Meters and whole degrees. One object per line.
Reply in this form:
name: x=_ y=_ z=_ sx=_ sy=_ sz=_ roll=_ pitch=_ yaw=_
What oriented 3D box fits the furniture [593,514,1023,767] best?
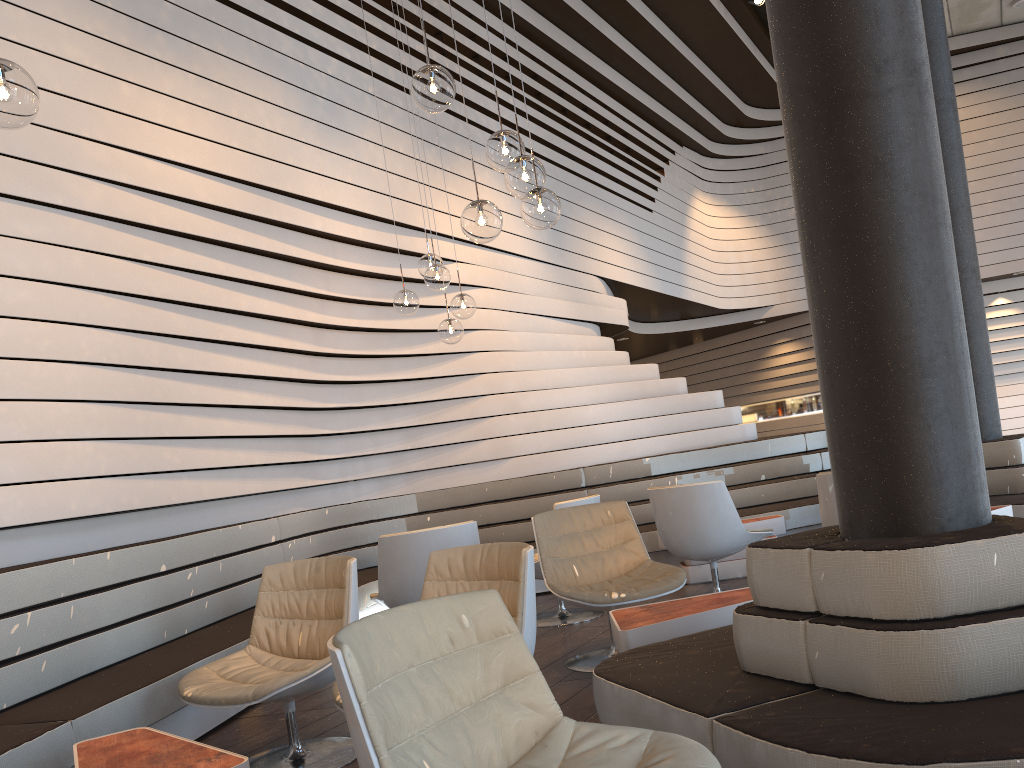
furniture: x=0.878 y=0.787 z=2.487 sx=1.275 sy=0.722 sz=1.777 roll=-8 pitch=-4 yaw=0

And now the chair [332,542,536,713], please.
chair: x=-0.223 y=0.969 z=2.978 sx=0.701 sy=0.767 sz=0.666 roll=-7 pitch=-2 yaw=-40

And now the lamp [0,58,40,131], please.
lamp: x=-1.674 y=-2.844 z=2.016 sx=0.296 sy=4.678 sz=0.538 roll=-8 pitch=1 yaw=25

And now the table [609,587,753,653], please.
table: x=0.766 y=1.078 z=3.614 sx=0.897 sy=0.371 sz=0.418 roll=-7 pitch=-3 yaw=-23

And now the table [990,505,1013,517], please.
table: x=2.473 y=0.970 z=5.249 sx=0.917 sy=0.370 sz=0.409 roll=-11 pitch=-3 yaw=32

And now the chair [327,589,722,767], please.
chair: x=0.043 y=0.823 z=1.759 sx=0.719 sy=0.767 sz=0.649 roll=-10 pitch=-2 yaw=33

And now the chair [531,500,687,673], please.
chair: x=0.480 y=0.989 z=4.391 sx=0.651 sy=0.766 sz=0.718 roll=-8 pitch=-2 yaw=-20

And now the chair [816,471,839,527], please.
chair: x=1.969 y=0.790 z=4.624 sx=0.664 sy=0.766 sz=0.703 roll=-9 pitch=-2 yaw=30

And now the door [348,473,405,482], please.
door: x=-1.383 y=1.046 z=9.541 sx=0.982 sy=2.107 sz=0.161 roll=-8 pitch=1 yaw=30

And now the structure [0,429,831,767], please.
structure: x=-1.595 y=1.056 z=2.582 sx=5.838 sy=0.927 sz=18.053 roll=-11 pitch=-5 yaw=25

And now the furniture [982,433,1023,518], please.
furniture: x=3.333 y=0.727 z=5.939 sx=1.754 sy=0.722 sz=1.291 roll=-7 pitch=-4 yaw=-25

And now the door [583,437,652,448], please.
door: x=2.263 y=1.020 z=18.836 sx=1.795 sy=2.703 sz=0.078 roll=-9 pitch=1 yaw=35

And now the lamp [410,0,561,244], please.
lamp: x=-0.389 y=-2.919 z=3.432 sx=0.313 sy=4.744 sz=0.653 roll=-8 pitch=1 yaw=38

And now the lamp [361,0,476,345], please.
lamp: x=-0.791 y=-2.586 z=5.587 sx=0.530 sy=4.717 sz=0.334 roll=-9 pitch=1 yaw=-8

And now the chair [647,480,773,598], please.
chair: x=1.252 y=0.978 z=5.559 sx=0.701 sy=0.767 sz=0.666 roll=-7 pitch=-2 yaw=-44

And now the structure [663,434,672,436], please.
structure: x=3.124 y=0.942 z=17.688 sx=0.017 sy=0.469 sz=0.812 roll=-9 pitch=-2 yaw=-35

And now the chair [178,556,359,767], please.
chair: x=-0.911 y=1.115 z=3.479 sx=0.665 sy=0.766 sz=0.702 roll=-10 pitch=-2 yaw=37

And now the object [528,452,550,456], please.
object: x=0.277 y=0.979 z=10.327 sx=0.365 sy=0.554 sz=0.602 roll=-8 pitch=-2 yaw=-20

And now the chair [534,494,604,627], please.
chair: x=0.267 y=1.137 z=5.710 sx=0.719 sy=0.767 sz=0.649 roll=-9 pitch=-2 yaw=29

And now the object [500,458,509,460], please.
object: x=-0.199 y=1.278 z=12.517 sx=0.367 sy=0.554 sz=0.600 roll=-8 pitch=-2 yaw=-10

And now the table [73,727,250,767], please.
table: x=-0.975 y=1.237 z=2.488 sx=0.409 sy=0.370 sz=0.918 roll=-7 pitch=-4 yaw=-28

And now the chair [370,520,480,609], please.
chair: x=-0.464 y=1.183 z=5.006 sx=0.652 sy=0.766 sz=0.717 roll=-8 pitch=-2 yaw=-16

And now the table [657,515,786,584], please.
table: x=1.552 y=1.205 z=6.378 sx=0.907 sy=0.371 sz=0.414 roll=-9 pitch=-2 yaw=3
